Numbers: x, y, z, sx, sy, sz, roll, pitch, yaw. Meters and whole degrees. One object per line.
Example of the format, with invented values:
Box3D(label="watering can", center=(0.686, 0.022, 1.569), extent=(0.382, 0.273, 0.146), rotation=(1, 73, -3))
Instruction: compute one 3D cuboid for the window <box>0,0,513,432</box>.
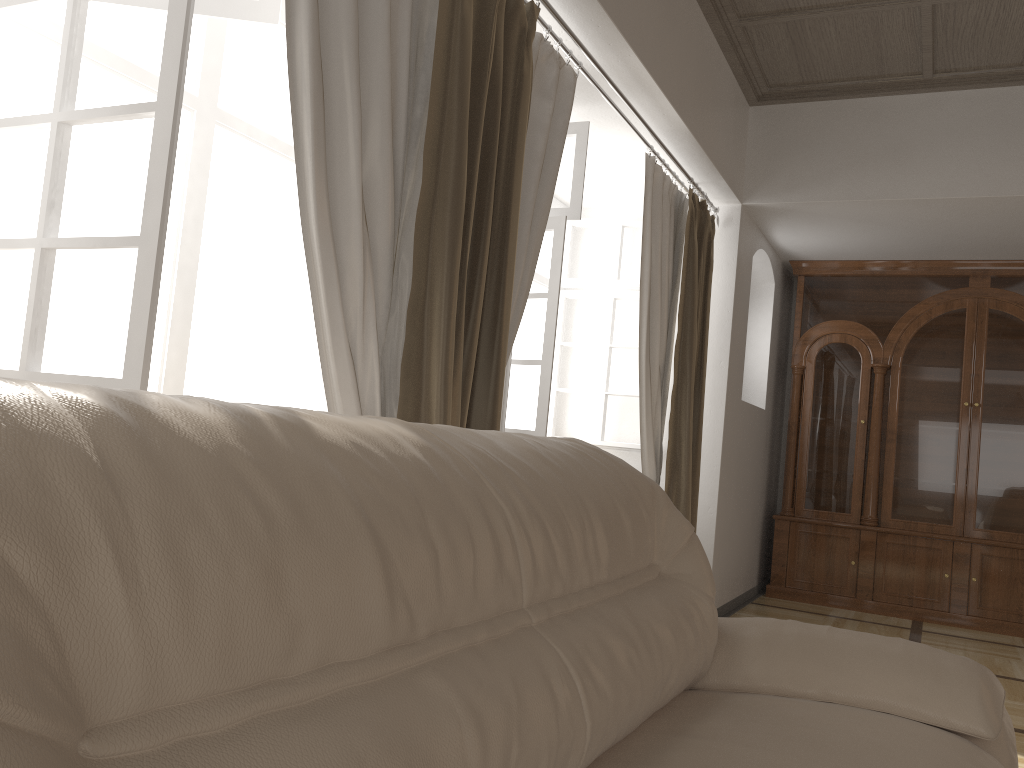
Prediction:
Box3D(label="window", center=(-0.660, -0.568, 2.643), extent=(0.784, 1.500, 1.759), rotation=(4, -4, 25))

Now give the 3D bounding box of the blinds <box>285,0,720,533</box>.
Box3D(label="blinds", center=(-0.210, -0.148, 2.284), extent=(0.285, 2.294, 5.765), rotation=(4, -4, 26))

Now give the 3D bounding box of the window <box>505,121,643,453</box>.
Box3D(label="window", center=(0.207, -0.372, 4.423), extent=(0.782, 1.500, 1.653), rotation=(4, -4, 26))

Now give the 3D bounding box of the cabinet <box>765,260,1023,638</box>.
Box3D(label="cabinet", center=(2.981, 0.385, 5.784), extent=(2.360, 2.298, 0.587), rotation=(4, -4, 26))

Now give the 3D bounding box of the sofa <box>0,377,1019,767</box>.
Box3D(label="sofa", center=(0.087, 0.511, 1.068), extent=(1.051, 0.900, 2.135), rotation=(4, -4, 26))
